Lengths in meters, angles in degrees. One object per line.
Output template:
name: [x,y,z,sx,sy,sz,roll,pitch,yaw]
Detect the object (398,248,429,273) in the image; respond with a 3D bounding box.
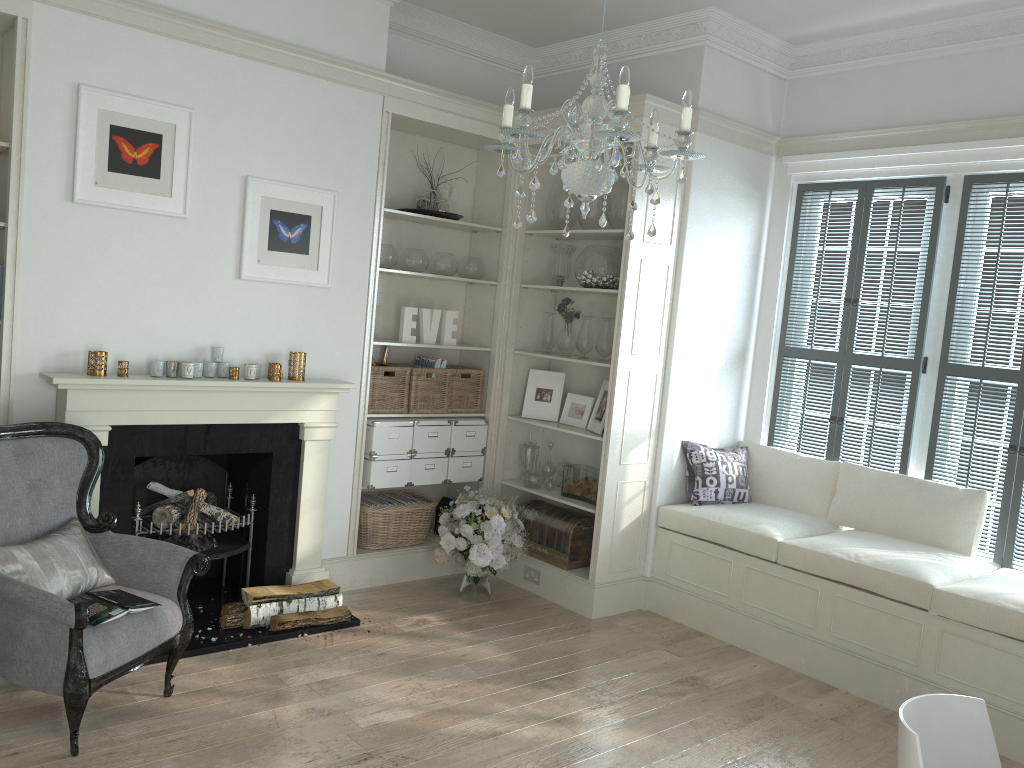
object: [-0.575,-0.720,5.180,0.185,0.140,0.185,4,5,-21]

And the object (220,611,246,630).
object: [-1.133,1.116,4.325,0.561,0.078,0.078,1,6,-40]

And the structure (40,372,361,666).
structure: [-1.550,0.549,4.326,1.432,1.191,1.026,1,6,-41]

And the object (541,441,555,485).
object: [0.233,0.493,5.544,0.088,0.271,0.088,2,6,-36]

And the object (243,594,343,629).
object: [-1.051,1.099,4.295,0.483,0.128,0.084,2,6,-39]

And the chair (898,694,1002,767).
chair: [1.188,1.221,2.188,0.478,0.715,0.514,1,6,-42]

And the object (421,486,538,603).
object: [-0.179,0.896,5.001,0.570,0.643,0.544,9,6,40]

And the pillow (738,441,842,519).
pillow: [1.599,0.570,5.237,0.187,0.360,0.695,1,6,-41]

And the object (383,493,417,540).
object: [-0.685,0.798,5.340,0.088,0.238,0.274,1,6,-41]

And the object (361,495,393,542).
object: [-0.812,0.795,5.229,0.088,0.238,0.274,1,6,-41]

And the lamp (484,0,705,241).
lamp: [0.321,-1.696,2.448,0.648,2.542,0.577,7,5,19]

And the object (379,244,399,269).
object: [-0.738,-0.723,5.039,0.185,0.140,0.185,4,5,-21]

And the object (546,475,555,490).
object: [0.235,0.598,5.377,0.056,0.090,0.056,5,5,-10]

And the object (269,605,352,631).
object: [-0.972,1.131,4.282,0.389,0.085,0.109,2,6,-39]

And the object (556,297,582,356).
object: [0.336,-0.348,5.380,0.166,0.355,0.206,5,5,-2]

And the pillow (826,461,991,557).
pillow: [2.070,0.656,4.684,0.193,0.360,0.787,1,6,-41]

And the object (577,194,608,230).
object: [0.483,-1.065,5.226,0.193,0.362,0.193,8,6,32]

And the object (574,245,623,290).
object: [0.524,-0.668,5.137,0.329,0.249,0.329,7,5,24]

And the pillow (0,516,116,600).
pillow: [-1.676,0.675,3.245,0.210,0.263,0.547,6,5,10]

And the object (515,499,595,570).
object: [0.275,0.886,5.295,0.290,0.297,0.475,1,6,-41]

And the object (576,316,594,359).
object: [0.435,-0.275,5.251,0.110,0.251,0.110,7,5,21]

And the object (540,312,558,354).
object: [0.230,-0.314,5.490,0.110,0.251,0.110,7,5,21]

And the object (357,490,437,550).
object: [-0.748,0.808,5.289,0.554,0.263,0.408,1,6,-40]

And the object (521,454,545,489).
object: [0.134,0.531,5.412,0.148,0.200,0.148,7,5,16]

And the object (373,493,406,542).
object: [-0.750,0.796,5.283,0.088,0.238,0.274,1,6,-41]

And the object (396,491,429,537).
object: [-0.623,0.799,5.393,0.088,0.238,0.274,1,6,-41]

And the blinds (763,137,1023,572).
blinds: [2.573,-0.069,4.311,0.141,2.238,3.076,1,6,-41]

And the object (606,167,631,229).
object: [0.631,-1.034,5.018,0.193,0.362,0.193,8,6,32]

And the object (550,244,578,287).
object: [0.302,-0.711,5.374,0.168,0.256,0.168,6,5,7]

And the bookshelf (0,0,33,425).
bookshelf: [-2.566,-0.344,3.543,0.988,2.523,0.399,1,6,-41]

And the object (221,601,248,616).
object: [-1.170,1.084,4.391,0.516,0.123,0.118,1,6,-43]

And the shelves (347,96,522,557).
shelves: [-0.553,-0.298,5.289,0.992,2.523,0.399,1,6,-41]

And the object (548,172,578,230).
object: [0.317,-1.095,5.406,0.193,0.362,0.193,8,6,32]

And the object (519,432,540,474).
object: [0.105,0.457,5.557,0.129,0.315,0.129,2,6,-36]

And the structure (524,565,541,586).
structure: [0.119,1.123,5.207,0.010,0.084,0.140,1,6,-41]

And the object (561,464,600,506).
object: [0.470,0.593,5.160,0.171,0.180,0.387,1,6,-41]

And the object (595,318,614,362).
object: [0.541,-0.256,5.129,0.110,0.251,0.110,7,5,21]

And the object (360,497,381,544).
object: [-0.872,0.793,5.187,0.088,0.238,0.274,1,6,-41]

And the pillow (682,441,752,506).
pillow: [1.227,0.543,5.203,0.550,0.398,0.229,3,5,-29]

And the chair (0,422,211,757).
chair: [-1.646,0.702,3.269,0.763,1.024,0.778,7,5,14]

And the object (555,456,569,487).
object: [0.317,0.545,5.528,0.094,0.188,0.094,5,5,1]

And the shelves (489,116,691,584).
shelves: [0.409,-0.203,5.228,0.399,2.523,0.972,1,6,-41]
